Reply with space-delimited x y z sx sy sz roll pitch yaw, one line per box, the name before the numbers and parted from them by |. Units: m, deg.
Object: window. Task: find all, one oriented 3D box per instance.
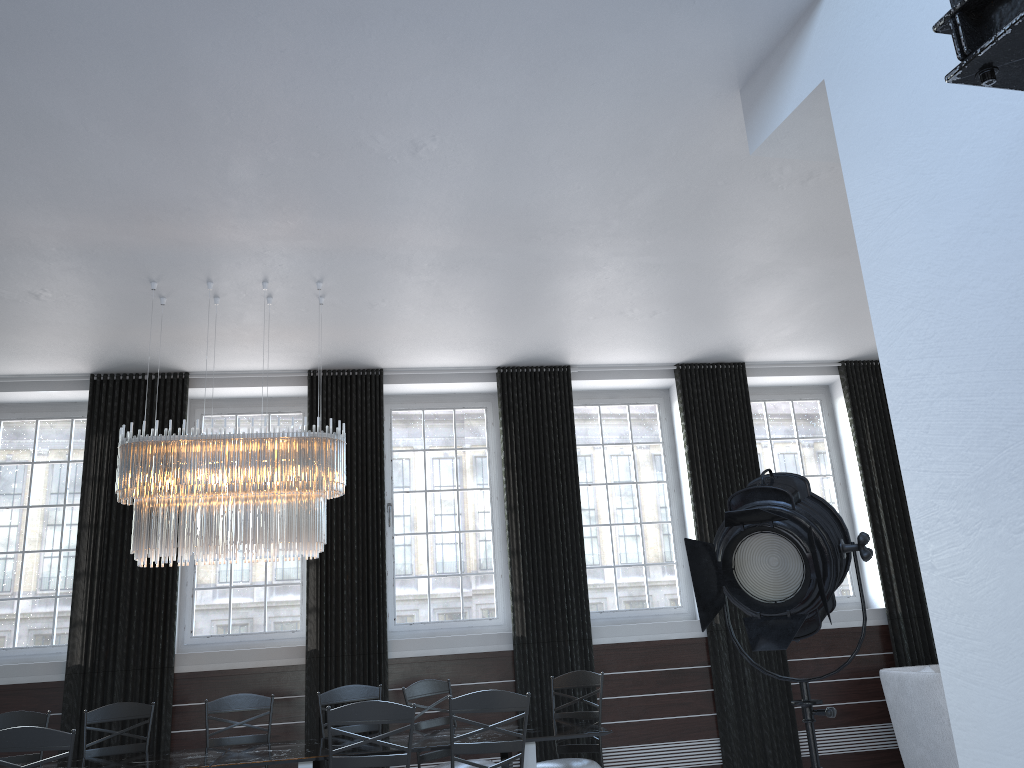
window | 0.953 1.010 7.559 1.033 2.014 0.131 -1 -18 -9
window | -0.573 1.042 7.320 1.033 2.014 0.131 -1 -18 -9
window | 2.476 0.978 7.798 1.033 2.014 0.131 -1 -18 -9
window | -2.092 1.073 7.080 1.033 2.014 0.131 -1 -18 -9
window | -3.611 1.105 6.843 1.033 2.014 0.131 -1 -18 -9

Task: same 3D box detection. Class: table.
table | -2.480 2.295 4.370 1.996 0.705 0.881 -1 -17 -10
table | -0.509 2.266 4.720 1.996 0.705 0.881 -1 -17 -10

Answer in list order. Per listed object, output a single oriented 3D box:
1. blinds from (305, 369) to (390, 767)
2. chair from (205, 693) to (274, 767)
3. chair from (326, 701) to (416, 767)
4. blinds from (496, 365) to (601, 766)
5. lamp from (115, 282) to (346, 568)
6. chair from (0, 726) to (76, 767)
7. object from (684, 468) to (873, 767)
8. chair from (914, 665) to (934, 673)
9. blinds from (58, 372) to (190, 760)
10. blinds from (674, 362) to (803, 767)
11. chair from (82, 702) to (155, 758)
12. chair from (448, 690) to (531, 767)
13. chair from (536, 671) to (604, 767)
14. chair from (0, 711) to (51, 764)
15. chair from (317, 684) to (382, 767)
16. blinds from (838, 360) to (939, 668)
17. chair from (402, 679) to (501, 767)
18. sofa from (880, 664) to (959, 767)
blinds | -1.241 1.484 6.645 0.605 3.351 0.110 -1 -18 -9
chair | -1.593 2.314 5.127 0.490 0.966 0.498 1 -18 -15
chair | -0.689 1.995 4.175 0.496 0.975 0.497 -1 -17 -10
blinds | 0.280 1.456 6.895 0.623 3.351 0.087 -1 -18 -9
lamp | -1.618 0.212 5.194 1.272 1.644 0.435 -1 -18 -9
chair | -2.159 2.029 3.956 0.496 0.975 0.497 -1 -17 -7
object | 0.683 0.964 1.979 0.609 1.596 0.540 -13 -20 27
chair | 3.119 2.298 6.540 0.233 0.399 0.465 -19 -22 41
blinds | -2.799 1.517 6.400 0.739 3.351 0.110 -1 -18 -9
blinds | 1.802 1.427 7.142 0.623 3.351 0.101 -1 -18 -9
chair | -2.291 2.333 5.015 0.496 0.975 0.497 -2 -17 -7
chair | -0.164 2.020 4.387 0.496 0.975 0.498 1 -18 -14
chair | 0.325 2.246 5.308 0.493 0.975 0.500 -17 -21 36
chair | -2.787 2.303 4.791 0.496 0.975 0.498 0 -18 -13
chair | -0.945 2.341 5.356 0.496 0.975 0.498 0 -17 -11
blinds | 3.300 1.391 7.361 0.623 3.351 0.097 -1 -18 -8
chair | -0.342 2.336 5.476 0.500 0.975 0.494 -18 -22 40
sofa | 4.144 2.426 6.512 2.657 0.780 0.910 -1 -17 -8
